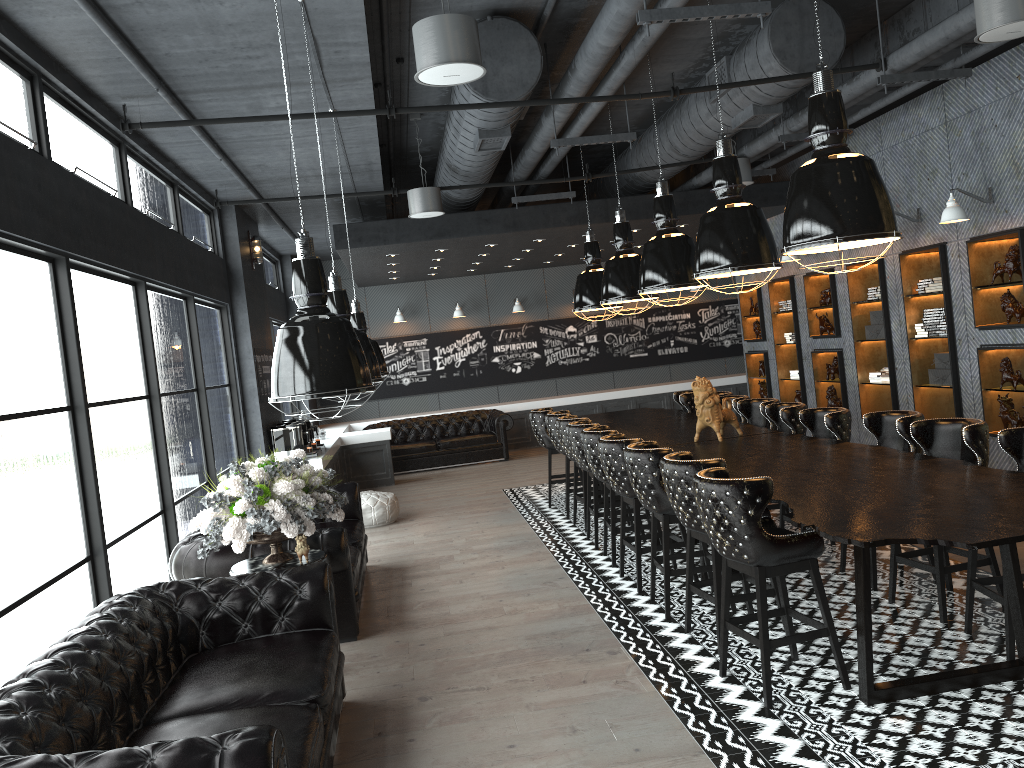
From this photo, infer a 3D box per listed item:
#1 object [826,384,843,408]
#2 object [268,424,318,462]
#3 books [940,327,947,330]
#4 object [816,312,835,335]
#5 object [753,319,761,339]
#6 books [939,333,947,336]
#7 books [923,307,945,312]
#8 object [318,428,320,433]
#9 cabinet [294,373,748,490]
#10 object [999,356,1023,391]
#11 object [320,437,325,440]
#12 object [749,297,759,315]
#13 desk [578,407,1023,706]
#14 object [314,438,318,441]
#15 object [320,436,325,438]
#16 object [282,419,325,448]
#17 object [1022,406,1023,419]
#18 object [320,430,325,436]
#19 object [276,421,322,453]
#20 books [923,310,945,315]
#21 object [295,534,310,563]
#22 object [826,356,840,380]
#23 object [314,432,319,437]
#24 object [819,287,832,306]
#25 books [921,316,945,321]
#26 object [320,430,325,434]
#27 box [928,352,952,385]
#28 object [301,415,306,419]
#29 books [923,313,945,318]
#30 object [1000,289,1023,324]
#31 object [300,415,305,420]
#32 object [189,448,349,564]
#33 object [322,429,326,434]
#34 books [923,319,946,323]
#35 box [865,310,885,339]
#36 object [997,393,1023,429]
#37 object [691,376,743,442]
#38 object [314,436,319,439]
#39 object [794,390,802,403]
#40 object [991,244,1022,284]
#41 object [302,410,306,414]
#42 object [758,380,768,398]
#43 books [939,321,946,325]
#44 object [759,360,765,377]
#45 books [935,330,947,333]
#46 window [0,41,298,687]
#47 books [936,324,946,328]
[{"bbox_3d":[4.046,0.205,11.110,0.177,0.387,0.338,-7,2,1],"label":"object"},{"bbox_3d":[-2.566,0.681,10.389,0.503,0.426,0.335,-7,2,-7],"label":"object"},{"bbox_3d":[4.397,-0.561,8.774,0.193,0.028,0.245,-7,2,-11],"label":"books"},{"bbox_3d":[3.943,-0.751,11.117,0.154,0.309,0.324,-7,2,-2],"label":"object"},{"bbox_3d":[3.699,-0.811,13.231,0.155,0.329,0.236,-7,2,-2],"label":"object"},{"bbox_3d":[4.375,-0.501,8.764,0.193,0.028,0.245,-7,2,-3],"label":"books"},{"bbox_3d":[4.316,-0.757,8.941,0.194,0.028,0.245,-8,3,-32],"label":"books"},{"bbox_3d":[-2.859,0.684,12.991,0.074,0.073,0.074,-6,2,13],"label":"object"},{"bbox_3d":[1.017,0.754,13.753,8.421,0.826,6.313,-7,2,-7],"label":"cabinet"},{"bbox_3d":[4.398,-0.094,7.809,0.135,0.294,0.257,-7,2,1],"label":"object"},{"bbox_3d":[-2.745,0.773,12.843,0.074,0.073,0.074,-6,2,13],"label":"object"},{"bbox_3d":[3.618,-1.176,13.237,0.097,0.290,0.290,-7,2,-8],"label":"object"},{"bbox_3d":[1.625,0.911,7.089,1.433,0.927,7.596,-7,2,-7],"label":"desk"},{"bbox_3d":[-2.828,0.784,12.832,0.074,0.073,0.074,-6,2,13],"label":"object"},{"bbox_3d":[-2.749,0.739,12.841,0.074,0.073,0.074,-6,2,13],"label":"object"},{"bbox_3d":[-2.691,0.654,11.400,0.503,0.426,0.335,-7,2,-7],"label":"object"},{"bbox_3d":[4.545,0.267,7.692,0.198,0.358,0.116,-6,2,23],"label":"object"},{"bbox_3d":[-2.752,0.712,12.841,0.074,0.073,0.074,-6,2,13],"label":"object"},{"bbox_3d":[-2.630,0.667,10.902,0.503,0.426,0.335,-7,2,-7],"label":"object"},{"bbox_3d":[4.306,-0.728,8.946,0.245,0.028,0.194,-4,3,44],"label":"books"},{"bbox_3d":[-1.231,0.966,5.233,0.086,0.183,0.136,-7,2,0],"label":"object"},{"bbox_3d":[4.024,-0.201,11.162,0.143,0.306,0.317,-7,2,-12],"label":"object"},{"bbox_3d":[-2.835,0.722,12.830,0.074,0.073,0.074,-6,2,13],"label":"object"},{"bbox_3d":[3.924,-1.087,11.069,0.138,0.222,0.278,-7,2,-7],"label":"object"},{"bbox_3d":[4.296,-0.669,8.937,0.194,0.028,0.245,-8,3,-35],"label":"books"},{"bbox_3d":[-2.762,0.710,12.922,0.074,0.073,0.074,-6,2,13],"label":"object"},{"bbox_3d":[4.394,-0.157,8.937,0.323,0.315,0.419,-7,2,-7],"label":"box"},{"bbox_3d":[-3.048,0.488,12.964,0.074,0.073,0.074,-6,2,13],"label":"object"},{"bbox_3d":[4.322,-0.702,8.961,0.194,0.028,0.245,-8,3,-37],"label":"books"},{"bbox_3d":[4.393,-0.670,7.741,0.159,0.337,0.242,-7,2,-2],"label":"object"},{"bbox_3d":[-3.028,0.492,12.803,0.074,0.073,0.074,-6,2,13],"label":"object"},{"bbox_3d":[-1.445,0.736,5.376,0.847,0.663,0.875,-6,2,24],"label":"object"},{"bbox_3d":[-2.782,0.706,13.084,0.074,0.073,0.074,-6,2,24],"label":"object"},{"bbox_3d":[4.307,-0.642,8.937,0.194,0.028,0.245,-8,3,-38],"label":"books"},{"bbox_3d":[4.187,-0.677,10.030,0.298,0.315,0.419,-7,2,-7],"label":"box"},{"bbox_3d":[4.482,0.267,7.945,0.168,0.359,0.266,-7,2,-14],"label":"object"},{"bbox_3d":[1.646,0.185,7.129,0.475,0.545,0.249,-9,3,-44],"label":"object"},{"bbox_3d":[-2.832,0.749,12.831,0.074,0.073,0.074,-6,2,13],"label":"object"},{"bbox_3d":[4.051,0.192,12.219,0.314,0.251,0.157,-6,2,9],"label":"object"},{"bbox_3d":[4.346,-1.054,7.785,0.152,0.325,0.292,-7,2,-9],"label":"object"},{"bbox_3d":[-3.065,0.425,13.044,0.074,0.073,0.074,-6,2,24],"label":"object"},{"bbox_3d":[3.804,0.118,13.295,0.170,0.362,0.269,-7,2,-14],"label":"object"},{"bbox_3d":[4.383,-0.615,8.752,0.193,0.028,0.245,-7,2,-12],"label":"books"},{"bbox_3d":[3.809,-0.239,13.309,0.253,0.249,0.126,-8,2,-32],"label":"object"},{"bbox_3d":[4.340,-0.526,8.780,0.193,0.028,0.245,-6,2,4],"label":"books"},{"bbox_3d":[-2.457,0.081,4.494,0.120,3.728,20.800,-7,2,-7],"label":"window"},{"bbox_3d":[4.372,-0.587,8.790,0.193,0.028,0.245,-7,2,-17],"label":"books"}]
